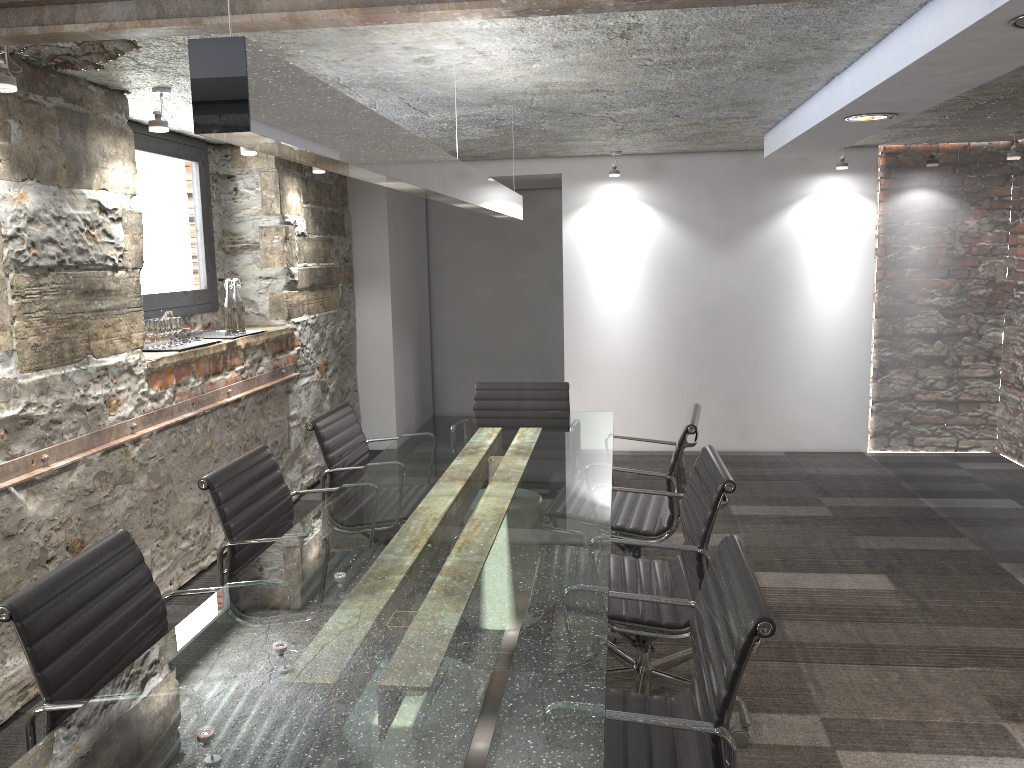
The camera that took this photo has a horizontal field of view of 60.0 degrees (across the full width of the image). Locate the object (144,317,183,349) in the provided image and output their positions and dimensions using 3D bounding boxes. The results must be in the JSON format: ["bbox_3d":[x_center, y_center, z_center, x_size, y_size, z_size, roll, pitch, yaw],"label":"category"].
[{"bbox_3d":[-1.618,-0.238,4.115,0.108,0.131,0.218,-1,8,5],"label":"object"}]

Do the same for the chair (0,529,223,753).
[{"bbox_3d":[-0.675,0.793,1.964,0.667,0.837,0.693,-2,8,-6],"label":"chair"}]

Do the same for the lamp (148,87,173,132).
[{"bbox_3d":[-1.396,-1.086,3.517,0.077,0.165,0.098,6,11,39],"label":"lamp"}]

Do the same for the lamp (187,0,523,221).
[{"bbox_3d":[-0.176,-0.800,2.603,0.073,0.524,3.159,0,8,7],"label":"lamp"}]

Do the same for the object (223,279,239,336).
[{"bbox_3d":[-1.497,-0.407,4.711,0.073,0.300,0.073,-5,9,-24],"label":"object"}]

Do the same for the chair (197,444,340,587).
[{"bbox_3d":[-0.609,0.656,2.887,0.667,0.837,0.693,-2,8,-2],"label":"chair"}]

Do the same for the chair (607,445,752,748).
[{"bbox_3d":[0.364,0.649,2.785,0.667,0.837,0.693,-2,8,-3],"label":"chair"}]

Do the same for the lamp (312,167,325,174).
[{"bbox_3d":[-1.170,-1.368,5.397,0.077,0.165,0.098,6,11,39],"label":"lamp"}]

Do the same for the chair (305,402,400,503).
[{"bbox_3d":[-0.488,0.526,3.749,0.667,0.837,0.693,-1,8,-2],"label":"chair"}]

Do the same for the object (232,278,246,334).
[{"bbox_3d":[-1.486,-0.421,4.802,0.073,0.300,0.073,-5,9,-24],"label":"object"}]

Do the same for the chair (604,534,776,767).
[{"bbox_3d":[0.206,0.787,1.868,0.667,0.837,0.693,-2,8,-2],"label":"chair"}]

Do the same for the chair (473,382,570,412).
[{"bbox_3d":[0.022,0.444,4.231,0.693,0.837,0.667,-1,8,-1],"label":"chair"}]

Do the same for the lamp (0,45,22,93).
[{"bbox_3d":[-1.503,-0.953,2.625,0.077,0.165,0.098,6,11,39],"label":"lamp"}]

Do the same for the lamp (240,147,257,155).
[{"bbox_3d":[-1.293,-1.215,4.373,0.077,0.165,0.098,6,11,39],"label":"lamp"}]

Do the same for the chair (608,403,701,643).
[{"bbox_3d":[0.461,0.525,3.617,0.667,0.837,0.693,-1,8,5],"label":"chair"}]

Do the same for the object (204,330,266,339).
[{"bbox_3d":[-1.552,-0.268,4.781,0.310,0.007,0.457,0,8,7],"label":"object"}]

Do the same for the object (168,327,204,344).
[{"bbox_3d":[-1.599,-0.240,4.332,0.111,0.072,0.191,1,9,14],"label":"object"}]

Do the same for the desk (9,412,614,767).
[{"bbox_3d":[-0.138,0.719,2.827,0.909,0.711,3.154,0,8,7],"label":"desk"}]

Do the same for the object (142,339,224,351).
[{"bbox_3d":[-1.619,-0.185,4.228,0.310,0.007,0.457,0,8,7],"label":"object"}]
